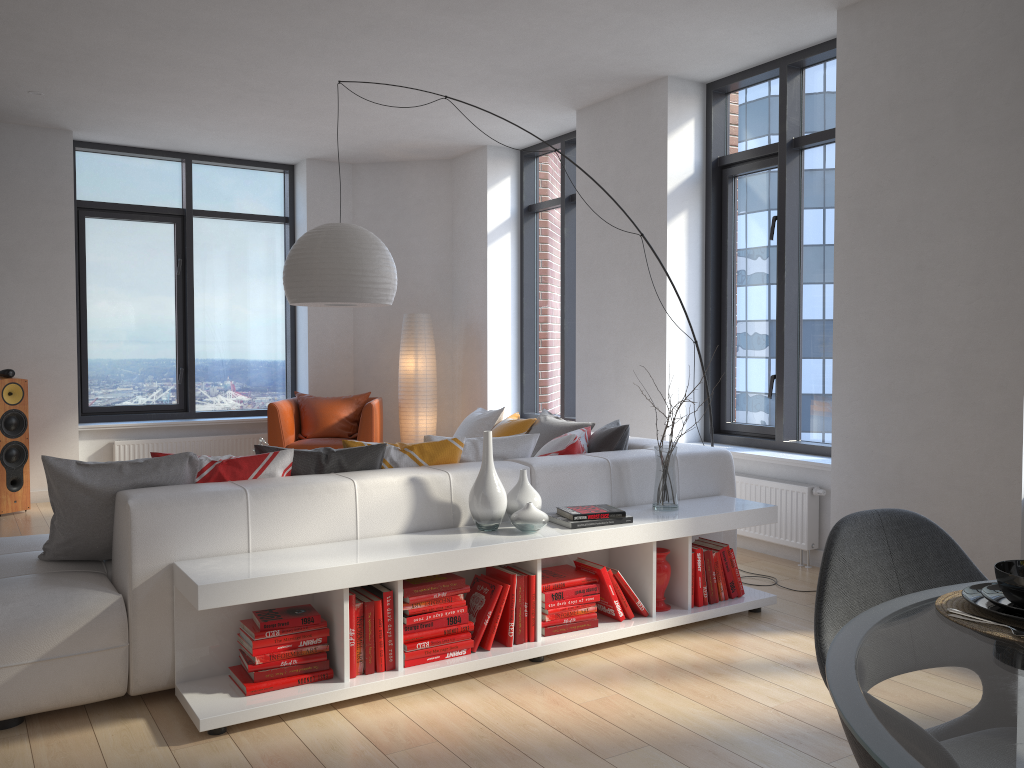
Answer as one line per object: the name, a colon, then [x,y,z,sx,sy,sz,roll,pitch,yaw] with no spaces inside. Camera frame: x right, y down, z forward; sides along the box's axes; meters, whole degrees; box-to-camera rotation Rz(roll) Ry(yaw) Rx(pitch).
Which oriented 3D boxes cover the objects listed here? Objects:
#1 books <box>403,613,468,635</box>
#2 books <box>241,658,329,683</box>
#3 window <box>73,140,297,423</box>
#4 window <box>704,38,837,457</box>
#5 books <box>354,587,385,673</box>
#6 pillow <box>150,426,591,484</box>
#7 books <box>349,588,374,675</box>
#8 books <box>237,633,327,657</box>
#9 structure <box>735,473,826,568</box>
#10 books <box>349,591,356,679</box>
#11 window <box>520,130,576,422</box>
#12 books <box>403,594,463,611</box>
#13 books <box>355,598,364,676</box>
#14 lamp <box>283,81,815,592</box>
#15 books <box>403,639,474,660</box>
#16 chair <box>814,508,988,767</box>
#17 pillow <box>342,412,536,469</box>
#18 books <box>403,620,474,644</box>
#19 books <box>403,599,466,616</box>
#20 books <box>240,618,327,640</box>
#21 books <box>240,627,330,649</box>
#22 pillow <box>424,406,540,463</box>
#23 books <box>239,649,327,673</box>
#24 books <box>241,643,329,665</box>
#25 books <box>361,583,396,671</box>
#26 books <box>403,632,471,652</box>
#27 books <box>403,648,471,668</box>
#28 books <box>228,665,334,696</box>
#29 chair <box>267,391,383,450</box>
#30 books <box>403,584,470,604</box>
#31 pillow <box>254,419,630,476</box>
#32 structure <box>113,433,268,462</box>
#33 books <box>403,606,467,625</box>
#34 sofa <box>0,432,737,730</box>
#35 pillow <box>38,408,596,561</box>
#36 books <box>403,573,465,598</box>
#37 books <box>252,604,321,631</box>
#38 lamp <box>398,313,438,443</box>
books: [-0.337,0.882,3.358,0.279,0.039,0.206,-1,3,-31]
books: [-0.798,0.975,3.109,0.259,0.034,0.206,-1,2,-29]
window: [-2.958,-0.885,8.106,1.960,2.402,0.170,-1,3,-32]
window: [1.718,-0.789,5.468,0.170,2.402,1.310,-1,3,-32]
books: [-0.517,0.890,3.219,0.042,0.259,0.195,-1,3,-32]
pillow: [-0.459,0.459,4.038,2.250,0.449,0.575,-2,3,-35]
books: [-0.555,0.891,3.208,0.034,0.259,0.207,-1,3,-32]
books: [-0.809,0.894,3.117,0.261,0.028,0.191,-1,3,-32]
structure: [1.458,0.788,5.323,0.110,0.460,1.015,-1,3,-32]
books: [-0.611,0.877,3.167,0.036,0.294,0.208,-1,3,-32]
window: [0.492,-0.862,7.413,0.170,2.402,1.310,-1,3,-32]
books: [-0.340,0.801,3.338,0.257,0.025,0.182,-1,3,-32]
books: [-0.583,0.893,3.189,0.031,0.255,0.181,-1,3,-32]
lamp: [0.387,-0.282,4.709,3.199,2.647,0.710,0,2,4]
books: [-0.311,0.973,3.329,0.282,0.030,0.188,-1,3,-31]
chair: [0.871,0.712,1.567,0.655,0.891,0.619,-1,2,-26]
pillow: [-0.302,0.420,4.778,0.630,0.440,2.095,1,2,15]
books: [-0.331,0.917,3.362,0.301,0.032,0.227,-1,3,-32]
books: [-0.320,0.824,3.342,0.236,0.023,0.178,-1,3,-32]
books: [-0.801,0.841,3.105,0.254,0.025,0.178,-1,3,-33]
books: [-0.797,0.867,3.104,0.269,0.028,0.179,-1,3,-31]
pillow: [-0.268,0.390,5.095,0.580,0.456,2.156,0,2,-6]
books: [-0.801,0.946,3.096,0.266,0.026,0.187,-1,2,-27]
books: [-0.796,0.920,3.107,0.257,0.025,0.182,-1,3,-32]
books: [-0.491,0.874,3.241,0.049,0.291,0.214,-1,3,-32]
books: [-0.315,0.946,3.330,0.266,0.026,0.187,-1,3,-33]
books: [-0.323,1.001,3.343,0.274,0.029,0.200,-1,3,-32]
books: [-0.807,1.009,3.095,0.301,0.032,0.227,-1,3,-32]
chair: [-1.566,0.501,7.663,0.896,0.858,0.843,0,2,0]
books: [-0.320,0.775,3.342,0.266,0.026,0.187,-2,3,-38]
pillow: [-0.187,0.426,4.218,2.120,0.436,0.608,-2,3,-36]
structure: [-2.754,0.694,7.904,1.474,0.460,0.110,-1,3,-32]
books: [-0.330,0.849,3.342,0.261,0.027,0.191,-2,3,-36]
sofa: [-0.972,0.678,4.692,3.424,0.732,2.614,-1,3,-32]
pillow: [-0.717,0.420,4.266,2.953,0.453,0.647,-2,3,-44]
books: [-0.340,0.746,3.338,0.259,0.034,0.206,-2,3,-35]
books: [-0.789,0.815,3.100,0.206,0.029,0.152,-1,2,-26]
lamp: [-0.662,0.148,7.889,0.804,1.550,0.502,1,2,18]
